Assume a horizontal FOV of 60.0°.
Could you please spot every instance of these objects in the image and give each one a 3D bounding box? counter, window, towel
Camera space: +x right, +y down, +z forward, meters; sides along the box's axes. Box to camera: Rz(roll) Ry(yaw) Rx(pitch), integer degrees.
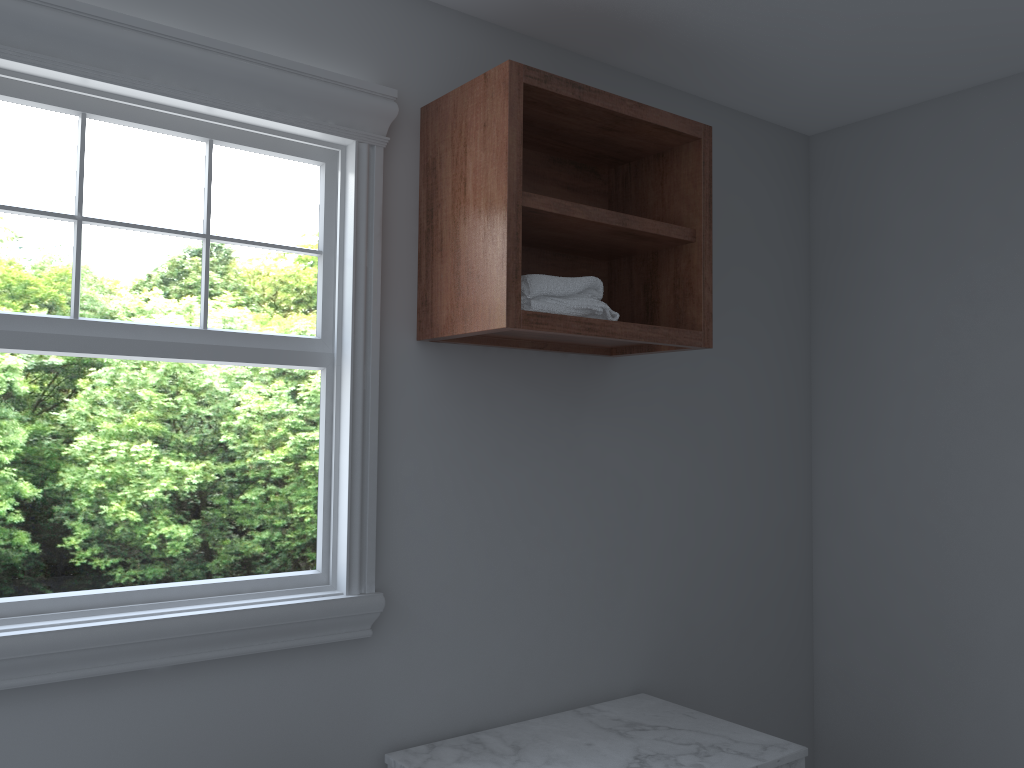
[{"bbox_3d":[0.199,1.248,2.018,0.828,0.810,0.539,3,-4,-37],"label":"counter"},{"bbox_3d":[-0.726,-0.078,1.764,1.040,1.248,0.149,3,-4,-37],"label":"window"},{"bbox_3d":[0.055,-0.188,2.072,0.305,0.112,0.283,3,-4,-37],"label":"towel"}]

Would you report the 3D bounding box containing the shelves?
[{"bbox_3d":[0.141,-0.379,2.183,0.647,0.566,0.357,3,-4,-37],"label":"shelves"}]
